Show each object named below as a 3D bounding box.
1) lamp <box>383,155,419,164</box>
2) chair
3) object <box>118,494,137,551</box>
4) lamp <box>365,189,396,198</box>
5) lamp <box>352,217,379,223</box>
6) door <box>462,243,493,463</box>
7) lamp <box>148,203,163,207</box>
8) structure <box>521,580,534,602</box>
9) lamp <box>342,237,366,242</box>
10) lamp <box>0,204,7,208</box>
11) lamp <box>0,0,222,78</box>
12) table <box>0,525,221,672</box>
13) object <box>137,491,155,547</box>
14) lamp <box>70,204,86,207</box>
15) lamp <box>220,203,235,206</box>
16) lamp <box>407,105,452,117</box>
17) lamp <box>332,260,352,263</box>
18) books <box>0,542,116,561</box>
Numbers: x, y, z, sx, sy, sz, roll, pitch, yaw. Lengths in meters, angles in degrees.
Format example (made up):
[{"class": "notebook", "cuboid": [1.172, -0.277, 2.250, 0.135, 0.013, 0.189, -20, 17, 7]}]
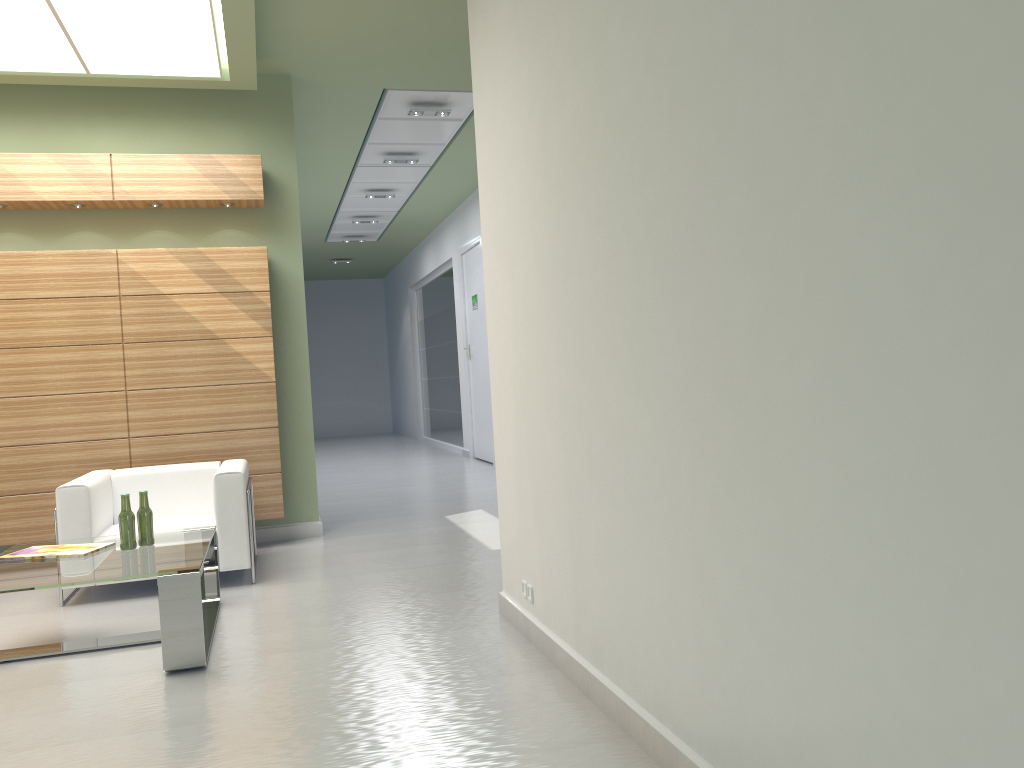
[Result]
[{"class": "lamp", "cuboid": [-2.121, -4.306, 16.912, 0.657, 0.159, 0.286, -4, 1, -15]}, {"class": "chair", "cuboid": [-3.887, 1.580, 9.933, 1.894, 1.234, 1.802, -4, 1, -15]}, {"class": "object", "cuboid": [-3.288, 1.176, 7.572, 0.131, 0.475, 0.131, -3, 1, 39]}, {"class": "lamp", "cuboid": [-2.972, -4.285, 19.984, 0.657, 0.159, 0.286, -4, 1, -15]}, {"class": "lamp", "cuboid": [-3.808, -4.265, 23.004, 0.657, 0.159, 0.286, -4, 1, -15]}, {"class": "door", "cuboid": [-0.836, -0.705, 21.247, 0.250, 5.083, 2.089, -4, 1, -15]}, {"class": "lamp", "cuboid": [-4.576, -2.320, 11.369, 0.181, 0.074, 0.181, -3, 1, 35]}, {"class": "structure", "cuboid": [0.120, 1.606, 6.888, 0.017, 0.118, 0.262, -4, 1, -15]}, {"class": "lamp", "cuboid": [-4.621, -4.245, 25.942, 0.657, 0.159, 0.286, -4, 1, -15]}, {"class": "lamp", "cuboid": [-6.302, -2.210, 10.890, 0.181, 0.074, 0.181, -3, 1, 35]}, {"class": "lamp", "cuboid": [-5.134, -3.841, 7.978, 4.571, 0.325, 5.060, -4, 1, -15]}, {"class": "table", "cuboid": [-3.437, 1.798, 7.392, 1.783, 0.742, 2.197, -4, 1, -15]}, {"class": "object", "cuboid": [-3.196, 1.169, 7.723, 0.131, 0.475, 0.131, -3, 1, 39]}, {"class": "lamp", "cuboid": [-5.445, -2.264, 11.128, 0.181, 0.074, 0.181, -4, 1, -21]}, {"class": "lamp", "cuboid": [-3.725, -2.374, 11.605, 0.181, 0.074, 0.181, -4, 1, -21]}, {"class": "lamp", "cuboid": [-1.306, -4.326, 13.971, 0.657, 0.159, 0.286, -4, 1, -15]}, {"class": "lamp", "cuboid": [-5.812, -4.215, 30.243, 0.657, 0.159, 0.286, -4, 1, -15]}, {"class": "books", "cuboid": [-3.907, 1.439, 7.629, 0.762, 0.025, 0.508, -3, 1, 5]}]
